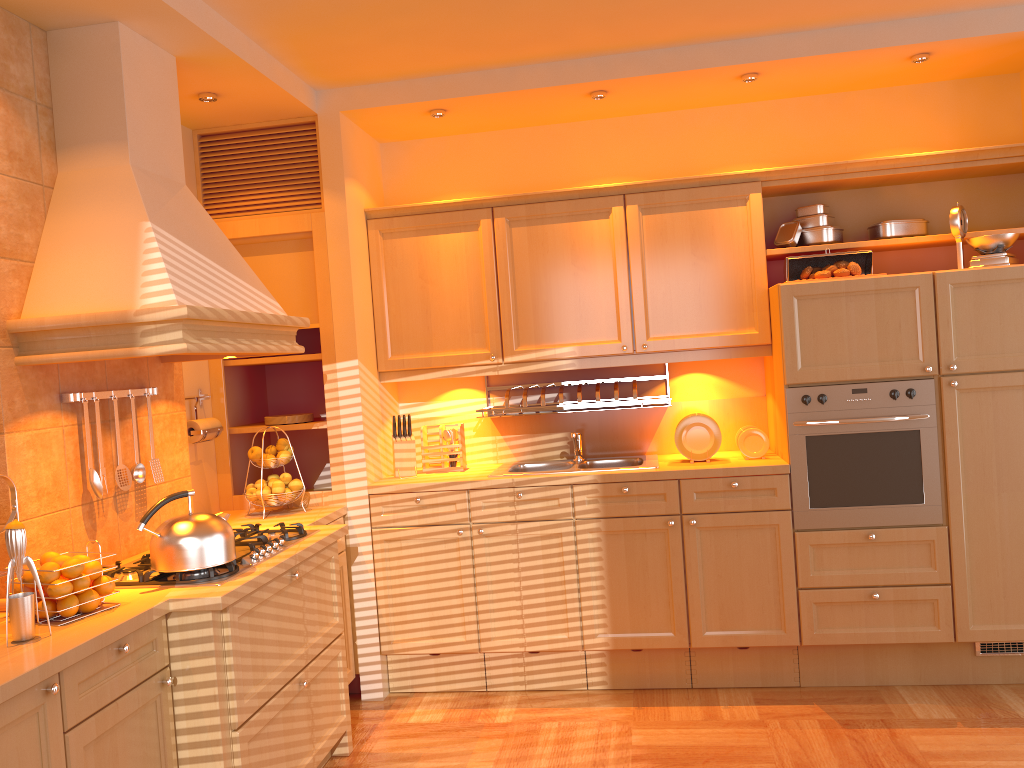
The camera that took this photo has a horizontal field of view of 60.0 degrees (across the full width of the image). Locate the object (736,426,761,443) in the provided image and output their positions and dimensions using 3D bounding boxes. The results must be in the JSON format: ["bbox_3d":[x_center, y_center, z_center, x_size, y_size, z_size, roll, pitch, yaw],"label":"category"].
[{"bbox_3d":[1.079,0.256,3.996,0.133,0.129,0.037,-4,1,9],"label":"object"}]

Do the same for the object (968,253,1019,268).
[{"bbox_3d":[1.974,-0.500,3.632,0.156,0.053,0.179,-3,2,43],"label":"object"}]

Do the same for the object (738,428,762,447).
[{"bbox_3d":[1.065,0.259,3.914,0.133,0.129,0.037,-4,1,9],"label":"object"}]

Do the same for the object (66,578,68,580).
[{"bbox_3d":[-1.163,0.534,2.367,0.062,0.053,0.051,-5,1,-23],"label":"object"}]

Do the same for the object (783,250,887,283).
[{"bbox_3d":[1.353,-0.495,3.789,0.400,0.123,0.280,-4,1,9],"label":"object"}]

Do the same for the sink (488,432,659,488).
[{"bbox_3d":[0.295,0.385,4.066,0.746,0.336,0.465,-4,1,9],"label":"sink"}]

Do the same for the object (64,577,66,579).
[{"bbox_3d":[-1.219,0.526,2.396,0.061,0.054,0.053,-4,1,15],"label":"object"}]

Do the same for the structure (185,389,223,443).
[{"bbox_3d":[-1.328,0.134,3.749,0.126,0.220,0.320,-4,1,9],"label":"structure"}]

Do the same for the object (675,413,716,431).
[{"bbox_3d":[0.845,0.234,4.033,0.205,0.200,0.049,-4,1,10],"label":"object"}]

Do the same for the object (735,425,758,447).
[{"bbox_3d":[1.088,0.254,4.050,0.133,0.129,0.037,-4,1,11],"label":"object"}]

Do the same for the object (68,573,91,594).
[{"bbox_3d":[-1.129,0.520,2.308,0.062,0.053,0.052,-3,2,31],"label":"object"}]

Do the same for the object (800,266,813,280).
[{"bbox_3d":[1.264,-0.472,3.805,0.055,0.064,0.069,-4,1,13],"label":"object"}]

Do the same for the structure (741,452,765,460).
[{"bbox_3d":[1.079,0.321,3.971,0.084,0.010,0.219,-4,1,10],"label":"structure"}]

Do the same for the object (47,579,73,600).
[{"bbox_3d":[-1.146,0.521,2.248,0.053,0.051,0.063,-3,2,27],"label":"object"}]

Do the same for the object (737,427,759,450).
[{"bbox_3d":[1.074,0.257,3.968,0.133,0.129,0.037,-4,1,9],"label":"object"}]

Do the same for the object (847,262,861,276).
[{"bbox_3d":[1.436,-0.480,3.715,0.066,0.064,0.045,-5,2,-30],"label":"object"}]

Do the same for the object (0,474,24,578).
[{"bbox_3d":[-1.458,0.438,2.143,0.221,0.379,0.572,-4,1,9],"label":"object"}]

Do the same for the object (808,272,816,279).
[{"bbox_3d":[1.300,-0.461,3.791,0.068,0.035,0.067,-5,2,-41],"label":"object"}]

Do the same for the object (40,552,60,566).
[{"bbox_3d":[-1.233,0.479,2.378,0.059,0.060,0.050,-5,2,-32],"label":"object"}]

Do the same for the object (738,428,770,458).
[{"bbox_3d":[1.060,0.260,3.887,0.133,0.129,0.037,-4,1,9],"label":"object"}]

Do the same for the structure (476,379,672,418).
[{"bbox_3d":[0.295,0.063,4.209,0.900,0.126,0.300,-4,1,9],"label":"structure"}]

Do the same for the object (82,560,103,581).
[{"bbox_3d":[-1.119,0.496,2.360,0.053,0.052,0.061,-4,1,-18],"label":"object"}]

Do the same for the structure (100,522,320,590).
[{"bbox_3d":[-1.018,0.555,2.956,0.494,0.051,0.797,-4,1,9],"label":"structure"}]

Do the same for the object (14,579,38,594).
[{"bbox_3d":[-1.261,0.529,2.295,0.060,0.055,0.053,-4,1,12],"label":"object"}]

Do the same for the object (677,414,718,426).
[{"bbox_3d":[0.840,0.235,4.006,0.205,0.200,0.049,-4,1,10],"label":"object"}]

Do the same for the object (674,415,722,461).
[{"bbox_3d":[0.823,0.238,3.924,0.205,0.200,0.049,-4,1,10],"label":"object"}]

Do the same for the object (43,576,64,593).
[{"bbox_3d":[-1.183,0.520,2.293,0.051,0.053,0.064,-5,2,-29],"label":"object"}]

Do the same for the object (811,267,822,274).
[{"bbox_3d":[1.319,-0.477,3.839,0.069,0.061,0.037,-4,1,-8],"label":"object"}]

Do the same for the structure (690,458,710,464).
[{"bbox_3d":[0.843,0.337,3.976,0.084,0.010,0.219,-4,1,12],"label":"structure"}]

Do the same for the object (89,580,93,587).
[{"bbox_3d":[-1.159,0.537,2.398,0.061,0.055,0.051,-3,2,38],"label":"object"}]

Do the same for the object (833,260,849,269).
[{"bbox_3d":[1.404,-0.504,3.770,0.061,0.047,0.063,-5,2,-33],"label":"object"}]

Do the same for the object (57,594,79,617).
[{"bbox_3d":[-1.135,0.567,2.268,0.052,0.057,0.060,-5,2,-30],"label":"object"}]

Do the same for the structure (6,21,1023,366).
[{"bbox_3d":[0.388,-0.683,3.413,4.091,1.148,1.061,-4,1,-17],"label":"structure"}]

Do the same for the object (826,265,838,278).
[{"bbox_3d":[1.354,-0.475,3.761,0.065,0.056,0.056,-4,1,-7],"label":"object"}]

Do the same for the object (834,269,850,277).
[{"bbox_3d":[1.379,-0.465,3.708,0.065,0.036,0.062,-4,1,21],"label":"object"}]

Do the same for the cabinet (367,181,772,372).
[{"bbox_3d":[0.255,-0.477,4.180,1.792,0.712,0.332,-4,1,9],"label":"cabinet"}]

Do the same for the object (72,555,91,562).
[{"bbox_3d":[-1.167,0.487,2.394,0.063,0.053,0.051,-4,1,-18],"label":"object"}]

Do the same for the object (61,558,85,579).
[{"bbox_3d":[-1.133,0.475,2.286,0.053,0.051,0.063,-4,1,16],"label":"object"}]

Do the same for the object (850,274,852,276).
[{"bbox_3d":[1.419,-0.469,3.752,0.065,0.036,0.062,-4,1,12],"label":"object"}]

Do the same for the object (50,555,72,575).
[{"bbox_3d":[-1.179,0.474,2.324,0.063,0.053,0.051,-5,2,-30],"label":"object"}]

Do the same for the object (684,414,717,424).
[{"bbox_3d":[0.834,0.236,3.978,0.205,0.200,0.049,-4,1,10],"label":"object"}]

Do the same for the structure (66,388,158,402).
[{"bbox_3d":[-1.331,0.034,2.981,0.009,0.024,0.506,-4,1,9],"label":"structure"}]

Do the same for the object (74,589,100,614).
[{"bbox_3d":[-1.121,0.570,2.327,0.074,0.063,0.064,-4,1,-11],"label":"object"}]

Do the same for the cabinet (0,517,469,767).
[{"bbox_3d":[-0.849,1.022,3.123,1.141,0.840,2.850,-4,1,9],"label":"cabinet"}]

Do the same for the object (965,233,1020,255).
[{"bbox_3d":[1.969,-0.564,3.630,0.199,0.075,0.199,-5,1,-22],"label":"object"}]

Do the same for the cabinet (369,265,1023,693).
[{"bbox_3d":[0.893,0.447,3.968,3.000,1.700,0.625,-4,1,9],"label":"cabinet"}]

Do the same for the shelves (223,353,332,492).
[{"bbox_3d":[-1.003,0.219,4.266,0.600,0.702,0.582,-4,1,9],"label":"shelves"}]

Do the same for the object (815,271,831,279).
[{"bbox_3d":[1.305,-0.459,3.725,0.066,0.034,0.069,-3,2,27],"label":"object"}]

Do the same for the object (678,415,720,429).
[{"bbox_3d":[0.828,0.237,3.951,0.205,0.200,0.049,-4,1,10],"label":"object"}]

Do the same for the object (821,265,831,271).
[{"bbox_3d":[1.364,-0.480,3.810,0.066,0.063,0.061,-4,1,16],"label":"object"}]

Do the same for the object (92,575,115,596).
[{"bbox_3d":[-1.093,0.540,2.374,0.061,0.054,0.052,-3,2,36],"label":"object"}]

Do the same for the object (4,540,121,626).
[{"bbox_3d":[-1.181,0.517,2.334,0.189,0.174,0.207,-3,1,24],"label":"object"}]

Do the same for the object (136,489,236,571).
[{"bbox_3d":[-0.964,0.425,2.663,0.242,0.215,0.251,-4,1,-4],"label":"object"}]

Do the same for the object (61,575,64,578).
[{"bbox_3d":[-1.216,0.508,2.343,0.061,0.051,0.055,-5,2,-37],"label":"object"}]

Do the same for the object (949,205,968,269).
[{"bbox_3d":[1.876,-0.611,3.712,0.039,0.271,0.134,-3,2,43],"label":"object"}]

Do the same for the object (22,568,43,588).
[{"bbox_3d":[-1.224,0.498,2.277,0.063,0.051,0.053,-4,1,14],"label":"object"}]

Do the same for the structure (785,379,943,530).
[{"bbox_3d":[1.423,0.290,3.582,0.576,0.583,0.066,-4,1,9],"label":"structure"}]

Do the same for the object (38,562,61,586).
[{"bbox_3d":[-1.176,0.483,2.256,0.057,0.060,0.052,-5,2,-43],"label":"object"}]
